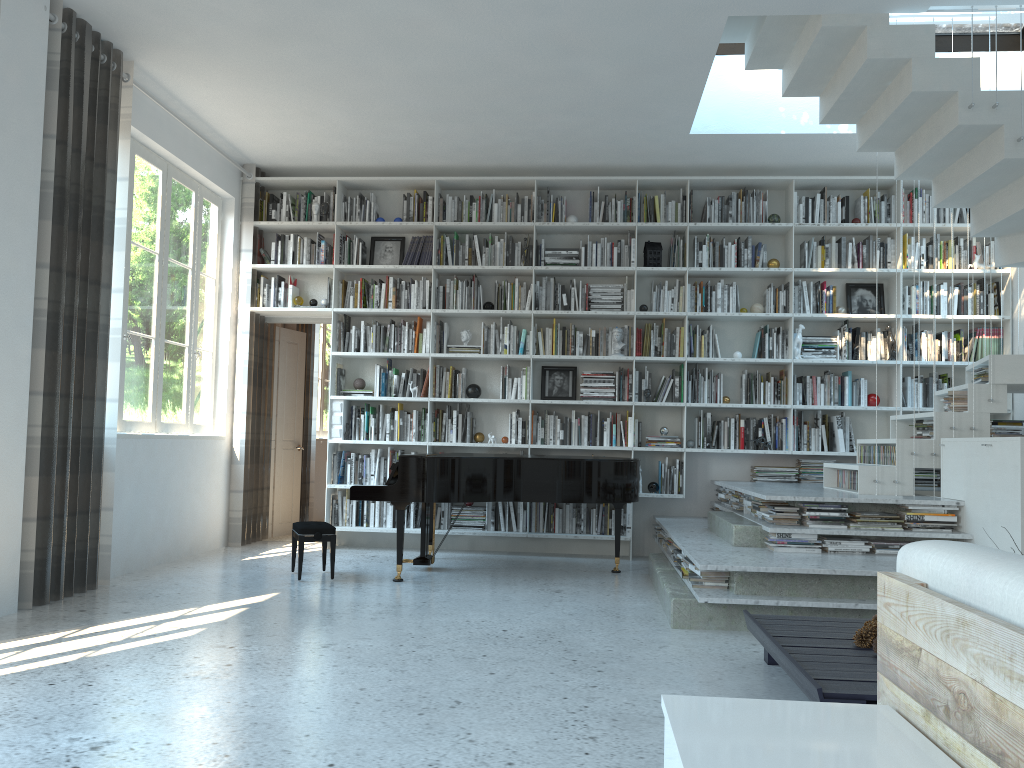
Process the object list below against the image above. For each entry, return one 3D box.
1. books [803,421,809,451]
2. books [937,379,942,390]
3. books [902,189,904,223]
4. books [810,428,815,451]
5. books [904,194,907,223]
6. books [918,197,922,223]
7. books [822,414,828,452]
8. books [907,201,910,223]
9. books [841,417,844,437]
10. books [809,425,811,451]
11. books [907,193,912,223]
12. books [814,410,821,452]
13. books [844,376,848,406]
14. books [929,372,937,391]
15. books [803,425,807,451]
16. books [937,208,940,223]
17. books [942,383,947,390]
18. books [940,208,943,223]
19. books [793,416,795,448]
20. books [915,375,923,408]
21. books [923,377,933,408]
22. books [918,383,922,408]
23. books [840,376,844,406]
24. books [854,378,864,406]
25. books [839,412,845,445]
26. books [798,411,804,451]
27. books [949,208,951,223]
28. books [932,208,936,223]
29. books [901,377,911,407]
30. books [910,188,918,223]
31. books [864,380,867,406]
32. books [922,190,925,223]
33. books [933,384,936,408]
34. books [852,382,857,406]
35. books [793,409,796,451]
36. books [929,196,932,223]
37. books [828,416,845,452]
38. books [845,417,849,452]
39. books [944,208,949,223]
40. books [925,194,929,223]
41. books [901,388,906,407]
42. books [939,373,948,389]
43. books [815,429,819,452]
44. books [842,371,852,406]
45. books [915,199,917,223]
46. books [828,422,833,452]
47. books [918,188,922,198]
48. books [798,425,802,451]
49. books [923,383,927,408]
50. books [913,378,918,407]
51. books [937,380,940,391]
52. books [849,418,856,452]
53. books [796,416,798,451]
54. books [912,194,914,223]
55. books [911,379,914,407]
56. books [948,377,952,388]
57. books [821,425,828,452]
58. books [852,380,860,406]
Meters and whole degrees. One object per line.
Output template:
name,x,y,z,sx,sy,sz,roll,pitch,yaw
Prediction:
books,2.403,0.428,7.251,0.015,0.243,0.156,1,-3,5
books,3.454,0.084,7.203,0.027,0.242,0.132,1,-3,5
books,3.183,-1.425,7.279,0.011,0.313,0.172,1,-3,5
books,2.451,0.458,7.258,0.030,0.187,0.140,1,-3,5
books,3.210,-1.405,7.289,0.022,0.275,0.160,1,-3,5
books,3.317,-1.388,7.273,0.023,0.243,0.182,1,-3,5
books,2.563,0.402,7.263,0.010,0.304,0.131,1,-3,5
books,3.234,-1.378,7.296,0.025,0.223,0.137,1,-3,5
books,2.682,0.413,7.243,0.012,0.285,0.159,1,-3,5
books,2.423,0.446,7.260,0.025,0.210,0.137,1,-3,5
books,3.253,-1.410,7.282,0.013,0.286,0.150,1,-3,5
books,2.498,0.385,7.248,0.014,0.333,0.169,1,-3,5
books,2.706,0.067,7.234,0.023,0.243,0.190,1,-3,5
books,3.420,0.056,7.198,0.013,0.297,0.141,1,-3,5
books,2.385,0.443,7.263,0.023,0.214,0.163,1,-3,5
books,3.469,-1.387,7.275,0.027,0.249,0.154,1,-3,5
books,3.475,0.101,7.173,0.021,0.205,0.174,1,-3,5
books,3.494,-1.380,7.264,0.025,0.237,0.144,1,-3,5
books,2.294,0.405,7.275,0.012,0.286,0.158,1,-3,5
books,3.308,0.069,7.211,0.024,0.267,0.133,1,-3,5
books,3.356,0.077,7.174,0.027,0.248,0.184,1,-3,5
books,3.279,0.100,7.193,0.029,0.201,0.172,1,-3,5
books,2.691,0.064,7.261,0.012,0.254,0.161,1,-3,5
books,2.834,0.075,7.237,0.025,0.235,0.181,1,-3,5
books,2.695,0.394,7.248,0.012,0.326,0.136,1,-3,5
books,2.369,0.387,7.278,0.013,0.327,0.131,1,-3,5
books,3.562,-1.402,7.270,0.012,0.285,0.159,1,-3,5
books,3.429,-1.395,7.271,0.029,0.264,0.179,1,-3,5
books,3.195,0.073,7.198,0.024,0.252,0.175,1,-3,5
books,3.301,-1.431,7.291,0.014,0.331,0.143,1,-3,5
books,2.859,0.081,7.236,0.027,0.223,0.170,1,-3,5
books,3.347,-1.418,7.273,0.012,0.306,0.184,1,-3,5
books,3.398,0.103,7.197,0.027,0.200,0.164,1,-3,5
books,2.769,0.091,7.235,0.030,0.200,0.189,1,-3,5
books,2.308,0.380,7.270,0.014,0.337,0.132,1,-3,5
books,3.404,-1.393,7.272,0.022,0.259,0.163,1,-3,5
books,2.631,0.406,7.196,0.075,0.291,0.255,1,-3,5
books,2.712,0.412,7.224,0.025,0.287,0.160,1,-3,5
books,3.534,-1.365,7.263,0.026,0.208,0.163,1,-3,5
books,3.380,-1.402,7.279,0.027,0.275,0.148,1,-3,5
books,3.142,0.061,7.218,0.085,0.278,0.159,1,-3,5
books,3.492,0.063,7.182,0.011,0.284,0.161,1,-3,5
books,2.477,0.459,7.248,0.024,0.185,0.149,1,-3,5
books,2.732,0.045,7.237,0.026,0.290,0.181,1,-3,5
books,3.281,-1.381,7.268,0.022,0.229,0.175,1,-3,5
books,2.581,0.434,7.241,0.031,0.239,0.171,1,-3,5
books,3.336,-1.427,7.290,0.012,0.326,0.151,1,-3,5
books,2.345,0.443,7.278,0.033,0.213,0.140,1,-3,5
books,3.331,0.098,7.201,0.025,0.208,0.149,1,-3,5
books,3.255,0.079,7.201,0.022,0.242,0.151,1,-3,5
books,3.432,0.089,7.189,0.014,0.230,0.172,1,-3,5
books,2.756,0.420,7.229,0.062,0.274,0.148,1,-3,5
books,2.322,0.406,7.270,0.015,0.286,0.138,1,-3,5
books,3.264,-1.402,7.267,0.012,0.269,0.184,1,-3,5
books,3.225,0.082,7.203,0.037,0.236,0.153,1,-3,5
books,3.527,0.079,7.189,0.012,0.254,0.161,1,-3,5
books,2.529,0.444,7.241,0.052,0.217,0.184,1,-3,5
books,2.803,0.083,7.248,0.037,0.218,0.139,1,-3,5
